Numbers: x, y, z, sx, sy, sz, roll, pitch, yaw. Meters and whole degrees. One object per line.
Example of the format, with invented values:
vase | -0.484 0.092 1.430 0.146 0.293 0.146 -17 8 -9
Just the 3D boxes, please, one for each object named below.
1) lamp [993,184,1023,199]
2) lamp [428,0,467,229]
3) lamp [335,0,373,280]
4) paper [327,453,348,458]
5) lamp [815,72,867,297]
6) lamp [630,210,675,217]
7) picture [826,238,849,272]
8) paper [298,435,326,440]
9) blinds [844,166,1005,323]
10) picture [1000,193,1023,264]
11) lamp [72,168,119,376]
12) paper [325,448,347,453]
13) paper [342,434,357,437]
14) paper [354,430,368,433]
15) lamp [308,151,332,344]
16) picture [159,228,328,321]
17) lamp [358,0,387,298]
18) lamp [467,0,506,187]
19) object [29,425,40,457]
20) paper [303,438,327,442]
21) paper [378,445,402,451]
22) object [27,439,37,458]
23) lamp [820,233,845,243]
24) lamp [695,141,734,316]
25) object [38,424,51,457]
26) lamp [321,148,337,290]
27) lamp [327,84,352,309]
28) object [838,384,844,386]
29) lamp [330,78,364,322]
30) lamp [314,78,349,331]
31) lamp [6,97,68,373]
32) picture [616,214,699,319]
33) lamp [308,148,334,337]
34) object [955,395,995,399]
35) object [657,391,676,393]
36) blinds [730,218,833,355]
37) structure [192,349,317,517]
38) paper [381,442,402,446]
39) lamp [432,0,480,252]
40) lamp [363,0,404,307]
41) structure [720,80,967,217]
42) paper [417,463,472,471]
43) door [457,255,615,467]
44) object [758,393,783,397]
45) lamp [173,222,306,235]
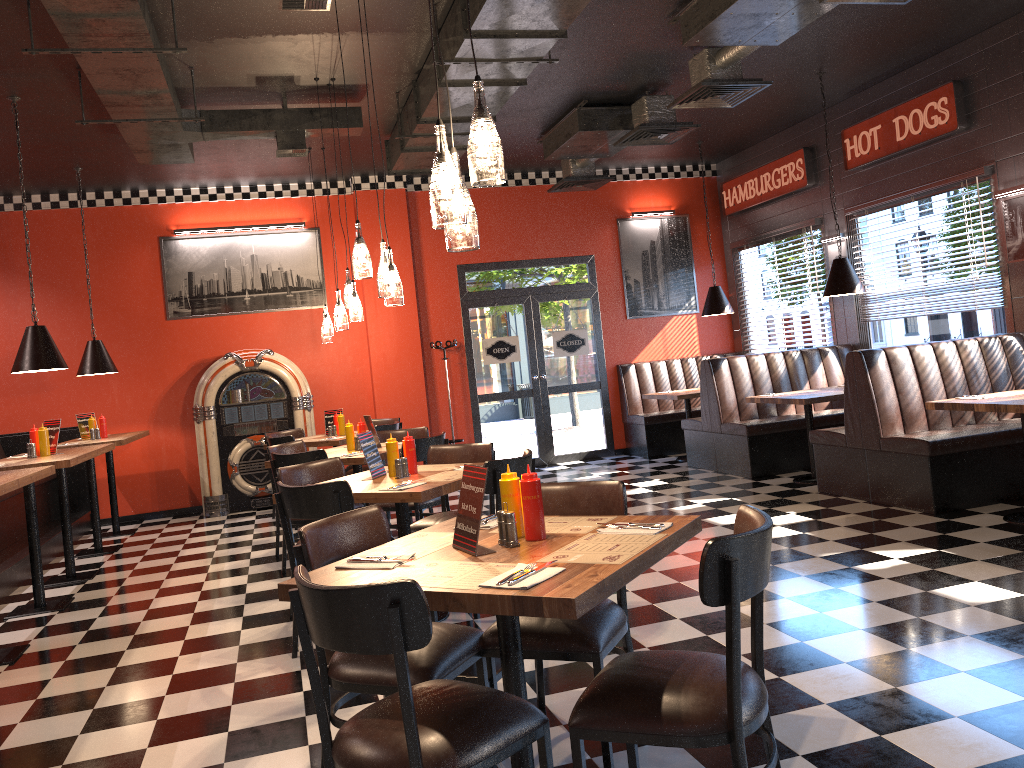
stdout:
lamp | 4.055 -1.561 7.158 0.081 0.056 0.334 -6 1 -15
lamp | -0.287 -1.452 2.680 0.108 1.967 0.108 -5 -1 -28
lamp | -0.920 -1.560 4.896 0.108 1.967 0.108 -5 -1 -43
paper | -1.355 0.536 6.591 0.364 0.001 0.261 -5 2 31
lamp | 2.930 -1.831 8.107 0.383 2.046 0.381 -5 -1 -34
lamp | 1.823 -2.210 11.494 0.611 0.056 0.081 -6 1 -15
picture | 3.494 -1.262 9.470 0.012 0.537 0.350 -6 0 -15
paper | -2.053 0.543 8.965 0.260 0.001 0.366 -5 2 32
blinds | 3.803 -1.226 8.299 0.100 1.206 1.867 -6 1 -15
picture | 4.117 -1.263 7.165 0.012 0.537 0.350 -6 0 -15
lamp | -4.185 -1.113 8.742 0.381 2.046 0.382 -6 -1 26
paper | -1.501 0.539 7.046 0.260 0.001 0.366 -5 2 29
paper | -1.495 0.494 8.654 0.260 0.001 0.366 -5 2 29
paper | -1.599 0.493 9.108 0.364 0.001 0.261 -5 2 29
lamp | -1.970 -1.391 8.971 0.108 1.967 0.108 -5 -1 -33
picture | -3.059 -1.272 10.162 1.771 0.940 0.023 -6 -1 -15
lamp | -0.790 -1.462 4.948 0.108 1.967 0.108 -6 -1 27
lamp | -0.171 -1.576 2.658 0.108 1.967 0.108 -5 -1 -23
object | -3.492 0.414 6.490 0.068 0.238 0.068 -6 -1 -20
paper | -1.921 0.542 8.521 0.364 0.001 0.261 -5 2 29
paper | -0.915 0.487 6.729 0.260 0.001 0.366 -5 2 29
object | -3.457 0.466 6.373 0.093 0.136 0.047 -6 -1 40
lamp | 3.431 -1.559 9.466 0.081 0.056 0.334 -6 1 -15
lamp | 2.308 -1.830 10.405 0.381 2.046 0.382 -7 -1 34
object | -3.408 0.406 6.449 0.068 0.238 0.067 -5 -1 -26
lamp | -1.824 -1.576 8.914 0.108 1.967 0.108 -6 -1 17
lamp | -1.365 -1.571 6.992 0.108 1.967 0.108 -7 -1 32
object | 3.219 0.006 8.387 0.157 0.019 0.255 -6 2 -16
lamp | -1.300 -1.462 6.871 0.108 1.967 0.108 -5 -1 -33
lamp | -1.408 -1.390 6.824 0.108 1.967 0.108 -6 -1 -3
lamp | -3.601 -1.115 6.580 0.381 2.046 0.382 -6 -1 26
picture | 1.901 -1.530 11.516 1.024 1.302 0.016 -6 -1 -15
lamp | -1.931 -1.451 8.858 0.108 1.967 0.108 -6 -1 27
object | 3.106 0.085 5.912 0.157 0.019 0.255 -6 2 -14
object | 1.842 0.090 10.499 0.157 0.019 0.255 -6 2 -15
blinds | 3.200 -1.011 10.604 0.099 1.636 1.866 -6 0 -15
structure | -2.846 0.493 9.863 1.296 1.769 0.499 -6 -1 -15
paper | -1.050 0.489 7.155 0.364 0.001 0.261 -5 2 28
lamp | -0.253 -1.399 2.799 0.108 1.967 0.108 -7 -1 32
lamp | -0.738 -1.405 4.832 0.108 1.967 0.108 -6 -1 -3
structure | 4.238 -2.393 6.098 0.120 0.438 11.249 -6 1 -15
paper | -0.447 0.483 5.112 0.364 0.001 0.261 -5 2 28
door | 0.319 -0.273 11.035 1.802 2.574 0.128 -6 -1 -15
object | 2.395 0.097 8.166 0.157 0.019 0.255 -6 2 -9
lamp | -3.105 -1.779 10.144 1.446 0.056 0.081 -6 1 -15
